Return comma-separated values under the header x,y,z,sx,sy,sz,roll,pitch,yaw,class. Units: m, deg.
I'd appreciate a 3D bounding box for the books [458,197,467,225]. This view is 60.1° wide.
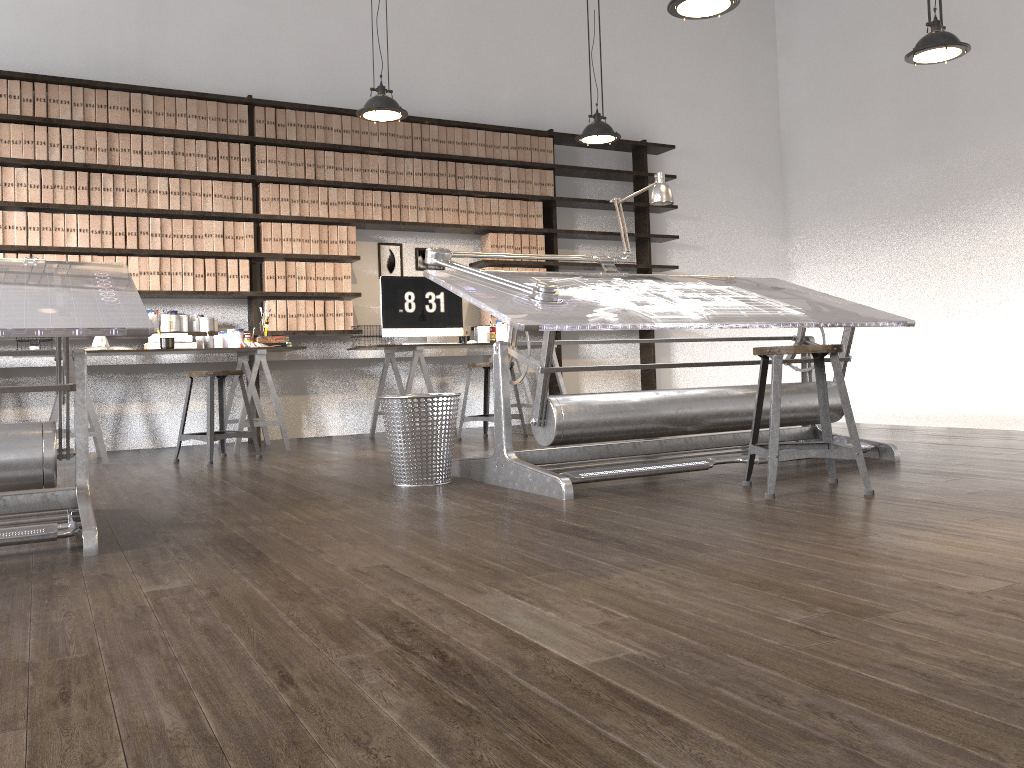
x,y,z,sx,sy,sz,roll,pitch,yaw,class
-0.425,-1.367,7.058,0.067,0.226,0.174,-1,-1,-28,books

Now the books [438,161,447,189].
x,y,z,sx,sy,sz,roll,pitch,yaw,class
-0.579,-1.629,6.998,0.067,0.226,0.174,-1,-1,-28,books

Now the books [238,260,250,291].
x,y,z,sx,sy,sz,roll,pitch,yaw,class
-1.902,-0.754,6.242,0.067,0.226,0.174,-1,-1,-28,books

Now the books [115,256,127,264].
x,y,z,sx,sy,sz,roll,pitch,yaw,class
-2.593,-0.724,5.870,0.067,0.226,0.174,-1,-1,-28,books

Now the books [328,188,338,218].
x,y,z,sx,sy,sz,roll,pitch,yaw,class
-1.350,-1.326,6.567,0.067,0.226,0.174,-1,-1,-28,books

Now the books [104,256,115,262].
x,y,z,sx,sy,sz,roll,pitch,yaw,class
-2.656,-0.721,5.841,0.067,0.226,0.174,-1,-1,-28,books

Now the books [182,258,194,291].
x,y,z,sx,sy,sz,roll,pitch,yaw,class
-2.230,-0.740,6.065,0.067,0.226,0.174,-1,-1,-28,books

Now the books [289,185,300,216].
x,y,z,sx,sy,sz,roll,pitch,yaw,class
-1.598,-1.315,6.434,0.067,0.226,0.174,-1,-1,-28,books

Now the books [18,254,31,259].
x,y,z,sx,sy,sz,roll,pitch,yaw,class
-3.084,-0.702,5.607,0.067,0.226,0.174,-1,-1,-28,books

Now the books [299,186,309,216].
x,y,z,sx,sy,sz,roll,pitch,yaw,class
-1.539,-1.318,6.470,0.067,0.226,0.174,-1,-1,-28,books

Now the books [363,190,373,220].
x,y,z,sx,sy,sz,roll,pitch,yaw,class
-1.115,-1.337,6.696,0.067,0.226,0.174,-1,-1,-28,books

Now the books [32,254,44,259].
x,y,z,sx,sy,sz,roll,pitch,yaw,class
-3.021,-0.705,5.647,0.067,0.226,0.174,-1,-1,-28,books

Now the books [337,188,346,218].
x,y,z,sx,sy,sz,roll,pitch,yaw,class
-1.295,-1.329,6.598,0.067,0.226,0.174,-1,-1,-28,books

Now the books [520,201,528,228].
x,y,z,sx,sy,sz,roll,pitch,yaw,class
0.059,-1.388,7.324,0.067,0.226,0.174,-1,-1,-28,books

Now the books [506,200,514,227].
x,y,z,sx,sy,sz,roll,pitch,yaw,class
-0.059,-1.383,7.260,0.067,0.226,0.174,-1,-1,-28,books

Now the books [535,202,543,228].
x,y,z,sx,sy,sz,roll,pitch,yaw,class
0.185,-1.394,7.387,0.067,0.226,0.174,-1,-1,-28,books

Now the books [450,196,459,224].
x,y,z,sx,sy,sz,roll,pitch,yaw,class
-0.489,-1.364,7.024,0.067,0.226,0.174,-1,-1,-28,books

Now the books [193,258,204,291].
x,y,z,sx,sy,sz,roll,pitch,yaw,class
-2.170,-0.742,6.103,0.067,0.226,0.174,-1,-1,-28,books

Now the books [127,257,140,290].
x,y,z,sx,sy,sz,roll,pitch,yaw,class
-2.530,-0.726,5.906,0.067,0.226,0.174,-1,-1,-28,books

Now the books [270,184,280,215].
x,y,z,sx,sy,sz,roll,pitch,yaw,class
-1.724,-1.310,6.362,0.067,0.226,0.174,-1,-1,-28,books

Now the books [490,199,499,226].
x,y,z,sx,sy,sz,roll,pitch,yaw,class
-0.177,-1.378,7.193,0.067,0.226,0.174,-1,-1,-28,books

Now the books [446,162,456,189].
x,y,z,sx,sy,sz,roll,pitch,yaw,class
-0.511,-1.632,7.028,0.067,0.226,0.174,-1,-1,-28,books

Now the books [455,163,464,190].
x,y,z,sx,sy,sz,roll,pitch,yaw,class
-0.448,-1.635,7.068,0.067,0.226,0.174,-1,-1,-28,books

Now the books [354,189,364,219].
x,y,z,sx,sy,sz,roll,pitch,yaw,class
-1.177,-1.334,6.663,0.067,0.226,0.174,-1,-1,-28,books

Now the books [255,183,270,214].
x,y,z,sx,sy,sz,roll,pitch,yaw,class
-1.782,-1.307,6.337,0.067,0.226,0.174,-1,-1,-28,books

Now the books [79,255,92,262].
x,y,z,sx,sy,sz,roll,pitch,yaw,class
-2.779,-0.716,5.773,0.067,0.226,0.174,-1,-1,-28,books

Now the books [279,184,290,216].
x,y,z,sx,sy,sz,roll,pitch,yaw,class
-1.661,-1.313,6.397,0.067,0.226,0.174,-1,-1,-28,books

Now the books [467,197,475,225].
x,y,z,sx,sy,sz,roll,pitch,yaw,class
-0.363,-1.370,7.095,0.067,0.226,0.174,-1,-1,-28,books

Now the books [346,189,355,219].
x,y,z,sx,sy,sz,roll,pitch,yaw,class
-1.234,-1.331,6.626,0.067,0.226,0.174,-1,-1,-28,books

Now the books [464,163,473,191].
x,y,z,sx,sy,sz,roll,pitch,yaw,class
-0.383,-1.638,7.097,0.067,0.226,0.174,-1,-1,-28,books

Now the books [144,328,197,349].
x,y,z,sx,sy,sz,roll,pitch,yaw,class
-2.194,-0.282,5.699,0.294,0.148,0.385,-2,1,-28,books

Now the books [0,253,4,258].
x,y,z,sx,sy,sz,roll,pitch,yaw,class
-3.213,-0.696,5.539,0.067,0.226,0.174,-1,-1,-28,books

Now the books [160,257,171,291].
x,y,z,sx,sy,sz,roll,pitch,yaw,class
-2.357,-0.734,6.002,0.067,0.226,0.174,-1,-1,-28,books

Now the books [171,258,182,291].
x,y,z,sx,sy,sz,roll,pitch,yaw,class
-2.295,-0.737,6.035,0.067,0.226,0.174,-1,-1,-28,books

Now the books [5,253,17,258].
x,y,z,sx,sy,sz,roll,pitch,yaw,class
-3.153,-0.699,5.577,0.067,0.226,0.174,-1,-1,-28,books

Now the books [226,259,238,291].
x,y,z,sx,sy,sz,roll,pitch,yaw,class
-1.969,-0.751,6.204,0.067,0.226,0.174,-1,-1,-28,books

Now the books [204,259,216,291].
x,y,z,sx,sy,sz,roll,pitch,yaw,class
-2.101,-0.745,6.133,0.067,0.226,0.174,-1,-1,-28,books

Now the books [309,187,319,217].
x,y,z,sx,sy,sz,roll,pitch,yaw,class
-1.476,-1.321,6.501,0.067,0.226,0.174,-1,-1,-28,books

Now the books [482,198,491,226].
x,y,z,sx,sy,sz,roll,pitch,yaw,class
-0.241,-1.375,7.163,0.067,0.226,0.174,-1,-1,-28,books

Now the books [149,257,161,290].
x,y,z,sx,sy,sz,roll,pitch,yaw,class
-2.414,-0.731,5.965,0.067,0.226,0.174,-1,-1,-28,books

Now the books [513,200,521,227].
x,y,z,sx,sy,sz,roll,pitch,yaw,class
0.002,-1.385,7.287,0.067,0.226,0.174,-1,-1,-28,books

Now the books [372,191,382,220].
x,y,z,sx,sy,sz,roll,pitch,yaw,class
-1.050,-1.339,6.726,0.067,0.226,0.174,-1,-1,-28,books

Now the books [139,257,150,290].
x,y,z,sx,sy,sz,roll,pitch,yaw,class
-2.475,-0.729,5.937,0.067,0.226,0.174,-1,-1,-28,books

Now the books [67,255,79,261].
x,y,z,sx,sy,sz,roll,pitch,yaw,class
-2.841,-0.713,5.736,0.067,0.226,0.174,-1,-1,-28,books

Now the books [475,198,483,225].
x,y,z,sx,sy,sz,roll,pitch,yaw,class
-0.303,-1.372,7.132,0.067,0.226,0.174,-1,-1,-28,books

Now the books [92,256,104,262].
x,y,z,sx,sy,sz,roll,pitch,yaw,class
-2.719,-0.718,5.809,0.067,0.226,0.174,-1,-1,-28,books

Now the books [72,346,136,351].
x,y,z,sx,sy,sz,roll,pitch,yaw,class
-2.458,-0.211,5.353,0.355,0.029,0.256,-2,1,-28,books

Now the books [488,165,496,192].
x,y,z,sx,sy,sz,roll,pitch,yaw,class
-0.198,-1.646,7.195,0.067,0.226,0.174,-1,-1,-28,books

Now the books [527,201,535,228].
x,y,z,sx,sy,sz,roll,pitch,yaw,class
0.121,-1.391,7.358,0.067,0.226,0.174,-1,-1,-28,books

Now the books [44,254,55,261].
x,y,z,sx,sy,sz,roll,pitch,yaw,class
-2.962,-0.708,5.676,0.067,0.226,0.174,-1,-1,-28,books

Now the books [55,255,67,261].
x,y,z,sx,sy,sz,roll,pitch,yaw,class
-2.905,-0.710,5.702,0.067,0.226,0.174,-1,-1,-28,books

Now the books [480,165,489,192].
x,y,z,sx,sy,sz,roll,pitch,yaw,class
-0.260,-1.644,7.168,0.067,0.226,0.174,-1,-1,-28,books

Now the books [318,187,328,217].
x,y,z,sx,sy,sz,roll,pitch,yaw,class
-1.412,-1.324,6.531,0.067,0.226,0.174,-1,-1,-28,books
